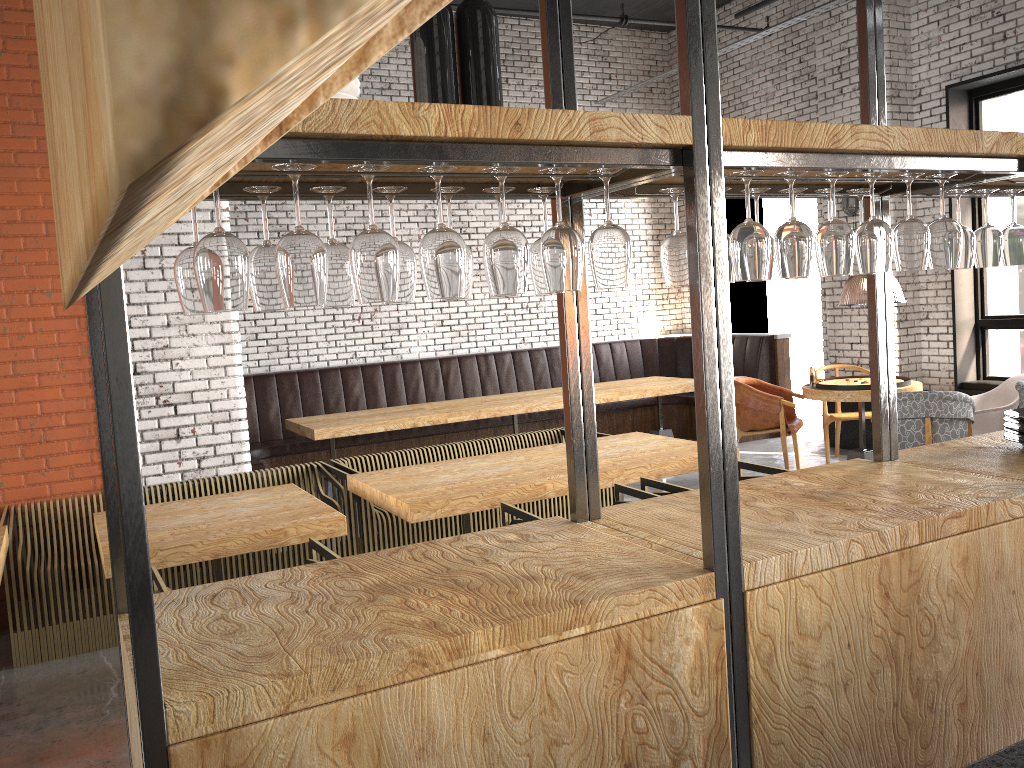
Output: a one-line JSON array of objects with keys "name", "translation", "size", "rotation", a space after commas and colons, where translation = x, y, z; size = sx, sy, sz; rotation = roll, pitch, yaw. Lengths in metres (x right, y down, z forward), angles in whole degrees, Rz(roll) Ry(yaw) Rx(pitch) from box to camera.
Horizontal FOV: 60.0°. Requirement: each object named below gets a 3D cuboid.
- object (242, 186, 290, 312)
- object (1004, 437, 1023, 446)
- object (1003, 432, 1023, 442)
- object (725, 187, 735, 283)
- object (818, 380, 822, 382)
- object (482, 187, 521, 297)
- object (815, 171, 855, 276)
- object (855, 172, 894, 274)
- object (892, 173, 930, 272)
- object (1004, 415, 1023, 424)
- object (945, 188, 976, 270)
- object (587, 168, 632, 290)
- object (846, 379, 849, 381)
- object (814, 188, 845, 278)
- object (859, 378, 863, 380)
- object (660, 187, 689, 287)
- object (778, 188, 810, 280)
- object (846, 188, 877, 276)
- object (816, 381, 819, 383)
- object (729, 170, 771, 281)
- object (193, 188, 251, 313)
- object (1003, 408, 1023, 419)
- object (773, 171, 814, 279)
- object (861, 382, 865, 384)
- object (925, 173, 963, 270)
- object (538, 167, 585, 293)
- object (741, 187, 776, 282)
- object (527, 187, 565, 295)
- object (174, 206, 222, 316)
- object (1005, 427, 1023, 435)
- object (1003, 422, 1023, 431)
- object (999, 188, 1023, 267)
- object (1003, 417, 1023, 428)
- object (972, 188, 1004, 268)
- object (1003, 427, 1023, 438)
[{"name": "object", "translation": [-0.538, -0.295, 1.952], "size": [0.101, 0.267, 0.101], "rotation": [-2, 5, 26]}, {"name": "object", "translation": [1.891, 0.203, 3.093], "size": [0.306, 0.034, 0.306], "rotation": [-3, 5, 10]}, {"name": "object", "translation": [1.890, 0.192, 3.093], "size": [0.306, 0.041, 0.306], "rotation": [-5, 5, -10]}, {"name": "object", "translation": [0.590, -0.421, 2.533], "size": [0.101, 0.267, 0.101], "rotation": [-5, 4, -13]}, {"name": "object", "translation": [2.657, -0.027, 7.650], "size": [0.032, 0.010, 0.032], "rotation": [-2, 5, 23]}, {"name": "object", "translation": [-0.024, -0.353, 2.217], "size": [0.101, 0.267, 0.101], "rotation": [-3, 4, 9]}, {"name": "object", "translation": [0.852, -0.421, 2.346], "size": [0.101, 0.267, 0.101], "rotation": [-5, 4, -13]}, {"name": "object", "translation": [0.983, -0.436, 2.413], "size": [0.101, 0.267, 0.101], "rotation": [-5, 4, -13]}, {"name": "object", "translation": [1.113, -0.450, 2.480], "size": [0.101, 0.267, 0.101], "rotation": [-5, 4, -13]}, {"name": "object", "translation": [1.887, 0.128, 3.087], "size": [0.305, 0.048, 0.306], "rotation": [-4, 5, -2]}, {"name": "object", "translation": [1.517, -0.524, 3.010], "size": [0.101, 0.267, 0.101], "rotation": [-3, 4, 4]}, {"name": "object", "translation": [0.221, -0.351, 2.021], "size": [0.101, 0.267, 0.101], "rotation": [-3, 4, 9]}, {"name": "object", "translation": [2.861, -0.034, 7.561], "size": [0.032, 0.010, 0.032], "rotation": [-2, 5, 23]}, {"name": "object", "translation": [0.982, -0.464, 2.734], "size": [0.101, 0.267, 0.101], "rotation": [-5, 4, -13]}, {"name": "object", "translation": [2.984, -0.044, 7.576], "size": [0.032, 0.010, 0.032], "rotation": [-2, 5, 23]}, {"name": "object", "translation": [0.460, -0.406, 2.466], "size": [0.101, 0.267, 0.101], "rotation": [-5, 4, -13]}, {"name": "object", "translation": [0.851, -0.450, 2.667], "size": [0.101, 0.267, 0.101], "rotation": [-5, 4, -13]}, {"name": "object", "translation": [1.104, -0.478, 2.797], "size": [0.101, 0.267, 0.101], "rotation": [-5, 4, -13]}, {"name": "object", "translation": [2.615, -0.014, 7.595], "size": [0.032, 0.020, 0.031], "rotation": [-1, 5, 27]}, {"name": "object", "translation": [0.591, -0.392, 2.212], "size": [0.101, 0.267, 0.101], "rotation": [-5, 4, -13]}, {"name": "object", "translation": [-0.537, -0.267, 1.631], "size": [0.101, 0.267, 0.101], "rotation": [-2, 5, 26]}, {"name": "object", "translation": [1.885, 0.114, 3.085], "size": [0.306, 0.039, 0.306], "rotation": [-9, 7, -44]}, {"name": "object", "translation": [0.722, -0.407, 2.279], "size": [0.101, 0.267, 0.101], "rotation": [-5, 4, -13]}, {"name": "object", "translation": [2.876, -0.009, 7.265], "size": [0.032, 0.010, 0.032], "rotation": [-2, 5, 23]}, {"name": "object", "translation": [1.236, -0.464, 2.543], "size": [0.101, 0.267, 0.101], "rotation": [-5, 4, -13]}, {"name": "object", "translation": [0.107, -0.338, 1.963], "size": [0.101, 0.267, 0.101], "rotation": [-3, 4, 9]}, {"name": "object", "translation": [0.721, -0.435, 2.600], "size": [0.101, 0.267, 0.101], "rotation": [-5, 4, -13]}, {"name": "object", "translation": [0.089, -0.365, 2.275], "size": [0.101, 0.267, 0.101], "rotation": [-3, 4, 9]}, {"name": "object", "translation": [-0.669, -0.281, 1.885], "size": [0.101, 0.267, 0.101], "rotation": [-2, 5, 26]}, {"name": "object", "translation": [1.890, 0.169, 3.091], "size": [0.305, 0.046, 0.306], "rotation": [-2, 5, 20]}, {"name": "object", "translation": [1.887, 0.154, 3.090], "size": [0.305, 0.042, 0.306], "rotation": [-2, 5, 20]}, {"name": "object", "translation": [1.778, -0.553, 3.144], "size": [0.101, 0.267, 0.101], "rotation": [-2, 5, 26]}, {"name": "object", "translation": [1.887, 0.139, 3.088], "size": [0.306, 0.037, 0.306], "rotation": [-6, 6, -26]}, {"name": "object", "translation": [1.648, -0.538, 3.077], "size": [0.101, 0.267, 0.101], "rotation": [-2, 5, 26]}, {"name": "object", "translation": [1.889, 0.177, 3.092], "size": [0.306, 0.044, 0.306], "rotation": [-6, 6, -26]}]
